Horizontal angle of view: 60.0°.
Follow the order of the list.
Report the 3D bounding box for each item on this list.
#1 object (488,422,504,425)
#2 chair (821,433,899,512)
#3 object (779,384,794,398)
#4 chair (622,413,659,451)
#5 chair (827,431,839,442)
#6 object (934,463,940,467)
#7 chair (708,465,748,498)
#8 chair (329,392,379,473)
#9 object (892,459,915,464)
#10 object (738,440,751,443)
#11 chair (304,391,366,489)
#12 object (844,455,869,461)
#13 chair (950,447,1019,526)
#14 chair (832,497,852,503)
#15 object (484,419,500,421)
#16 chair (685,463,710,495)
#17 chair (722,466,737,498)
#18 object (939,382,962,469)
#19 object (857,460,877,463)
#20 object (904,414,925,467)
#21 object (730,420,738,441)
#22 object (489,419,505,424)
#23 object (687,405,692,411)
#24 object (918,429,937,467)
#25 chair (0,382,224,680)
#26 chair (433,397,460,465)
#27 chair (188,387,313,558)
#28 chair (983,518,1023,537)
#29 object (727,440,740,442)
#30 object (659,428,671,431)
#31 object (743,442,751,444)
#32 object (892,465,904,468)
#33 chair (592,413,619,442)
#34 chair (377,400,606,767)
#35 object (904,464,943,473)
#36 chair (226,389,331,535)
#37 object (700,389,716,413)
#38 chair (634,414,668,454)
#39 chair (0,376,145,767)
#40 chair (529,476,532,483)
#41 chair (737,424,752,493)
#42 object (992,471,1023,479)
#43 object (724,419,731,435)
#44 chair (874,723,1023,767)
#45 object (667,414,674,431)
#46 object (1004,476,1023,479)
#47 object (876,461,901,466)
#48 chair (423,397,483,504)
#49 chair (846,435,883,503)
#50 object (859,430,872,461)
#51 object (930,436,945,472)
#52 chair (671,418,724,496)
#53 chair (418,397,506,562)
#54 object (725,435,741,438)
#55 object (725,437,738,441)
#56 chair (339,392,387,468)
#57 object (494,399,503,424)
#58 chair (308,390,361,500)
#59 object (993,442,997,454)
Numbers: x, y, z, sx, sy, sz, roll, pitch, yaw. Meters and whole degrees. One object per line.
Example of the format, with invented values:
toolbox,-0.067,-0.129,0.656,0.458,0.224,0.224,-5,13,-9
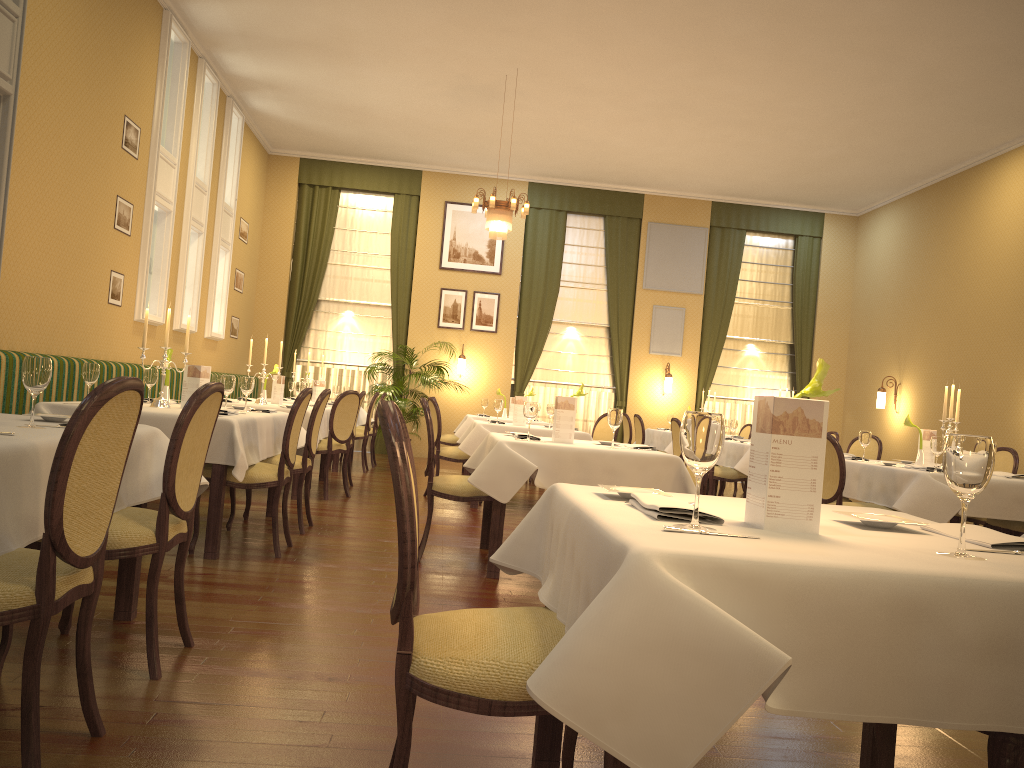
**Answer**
object,-0.126,0.365,8.125,0.185,0.010,0.017,5,-1,-3
chair,2.277,0.814,5.897,0.571,0.955,0.530,5,-1,-4
object,2.813,0.320,9.140,0.131,0.655,0.390,4,-1,30
chair,1.781,0.900,12.314,0.571,0.955,0.530,5,-1,-4
chair,3.224,0.972,9.691,0.571,0.955,0.530,5,-1,-4
object,3.293,0.631,6.870,0.142,0.024,0.273,5,-1,-4
chair,2.035,0.854,8.898,0.571,0.955,0.530,6,-1,-29
chair,-1.894,0.545,10.468,0.571,0.955,0.530,5,-1,-4
object,3.097,0.614,6.961,0.160,0.024,0.160,5,-1,-4
object,2.382,0.596,9.117,0.160,0.024,0.160,5,-1,-4
chair,-1.749,0.520,8.618,0.571,0.955,0.530,5,-1,-4
object,2.610,0.566,6.805,0.142,0.033,0.273,5,-1,-4
chair,3.455,0.932,6.710,0.571,0.955,0.530,5,-1,-4
chair,2.218,0.824,6.667,0.571,0.955,0.530,5,-1,-4
object,-0.195,0.364,8.680,0.160,0.024,0.160,5,-1,-4
chair,0.927,0.687,5.407,0.571,0.955,0.530,5,-1,-4
chair,3.083,0.997,11.517,0.571,0.955,0.530,5,-1,-4
object,3.043,0.280,6.159,0.131,0.655,0.390,4,-1,30
object,2.629,0.571,6.517,0.185,0.010,0.017,5,-1,-3
object,2.876,0.406,6.331,0.163,0.375,0.076,5,-1,17
object,2.393,0.502,9.583,0.088,0.229,0.088,4,-2,44
object,-0.144,0.360,8.414,0.142,0.033,0.273,5,-1,-4
object,2.439,0.481,11.979,0.163,0.375,0.076,5,-1,17
object,3.011,0.469,6.389,0.166,0.277,0.081,6,-1,-33
chair,-1.313,0.445,2.981,0.571,0.955,0.530,5,-1,-4
chair,-0.754,0.656,11.085,0.571,0.955,0.530,5,-1,-4
chair,-1.477,0.473,5.082,0.571,0.955,0.530,5,-1,-4
chair,3.520,0.921,5.870,0.571,0.955,0.530,5,-1,-4
object,2.398,0.611,9.498,0.185,0.010,0.017,5,-1,-3
object,2.173,0.642,12.453,0.142,0.033,0.273,5,-1,-4
object,2.437,0.604,8.995,0.185,0.010,0.017,5,-1,-3
object,2.667,0.564,6.014,0.185,0.010,0.017,5,-1,-3
chair,0.691,0.729,8.469,0.571,0.955,0.530,5,-1,-24
chair,-0.045,0.533,1.934,0.571,0.955,0.530,5,-1,-4
object,2.722,0.557,5.841,0.142,0.033,0.273,5,-1,-4
chair,-1.540,0.484,5.915,0.571,0.955,0.530,5,-1,-4
object,2.607,0.356,11.806,0.390,0.655,0.131,6,-1,-39
chair,1.840,0.890,11.543,0.571,0.955,0.530,5,-1,-4
chair,-1.250,0.433,2.147,0.571,0.955,0.530,5,-1,-4
chair,0.484,0.764,11.128,0.571,0.955,0.530,5,-1,-4
chair,3.018,1.008,12.356,0.571,0.955,0.530,5,-1,-4
object,3.315,0.610,5.920,0.142,0.033,0.273,5,-1,-4
object,2.850,0.585,11.757,0.088,0.229,0.088,4,-2,44
chair,1.192,0.641,1.977,0.571,0.955,0.530,5,-1,-4
object,2.186,0.538,12.249,0.088,0.229,0.088,4,-2,44
object,3.274,0.609,5.752,0.181,0.015,0.038,5,-1,-3
object,2.613,0.556,6.135,0.160,0.024,0.160,5,-1,-4
chair,-0.549,0.620,8.404,0.571,0.955,0.530,5,-1,-14
chair,3.335,0.965,8.837,0.571,0.955,0.530,5,-1,-24
object,2.623,0.462,6.602,0.088,0.229,0.088,4,-2,44
object,2.694,0.449,5.624,0.088,0.229,0.088,4,-2,44
chair,1.987,0.864,9.649,0.571,0.955,0.530,5,-1,-4
chair,-0.311,0.579,5.364,0.571,0.955,0.530,5,-1,-4
object,2.878,0.685,11.567,0.142,0.033,0.273,5,-1,-4
object,2.380,0.606,9.787,0.142,0.033,0.273,5,-1,-4
chair,-1.926,0.559,11.311,0.571,0.955,0.530,5,-1,-4
object,-0.131,0.256,8.210,0.088,0.229,0.088,4,-1,38
chair,-1.682,0.510,7.806,0.571,0.955,0.530,5,-1,21
object,3.287,0.510,6.109,0.088,0.229,0.088,4,-1,38
